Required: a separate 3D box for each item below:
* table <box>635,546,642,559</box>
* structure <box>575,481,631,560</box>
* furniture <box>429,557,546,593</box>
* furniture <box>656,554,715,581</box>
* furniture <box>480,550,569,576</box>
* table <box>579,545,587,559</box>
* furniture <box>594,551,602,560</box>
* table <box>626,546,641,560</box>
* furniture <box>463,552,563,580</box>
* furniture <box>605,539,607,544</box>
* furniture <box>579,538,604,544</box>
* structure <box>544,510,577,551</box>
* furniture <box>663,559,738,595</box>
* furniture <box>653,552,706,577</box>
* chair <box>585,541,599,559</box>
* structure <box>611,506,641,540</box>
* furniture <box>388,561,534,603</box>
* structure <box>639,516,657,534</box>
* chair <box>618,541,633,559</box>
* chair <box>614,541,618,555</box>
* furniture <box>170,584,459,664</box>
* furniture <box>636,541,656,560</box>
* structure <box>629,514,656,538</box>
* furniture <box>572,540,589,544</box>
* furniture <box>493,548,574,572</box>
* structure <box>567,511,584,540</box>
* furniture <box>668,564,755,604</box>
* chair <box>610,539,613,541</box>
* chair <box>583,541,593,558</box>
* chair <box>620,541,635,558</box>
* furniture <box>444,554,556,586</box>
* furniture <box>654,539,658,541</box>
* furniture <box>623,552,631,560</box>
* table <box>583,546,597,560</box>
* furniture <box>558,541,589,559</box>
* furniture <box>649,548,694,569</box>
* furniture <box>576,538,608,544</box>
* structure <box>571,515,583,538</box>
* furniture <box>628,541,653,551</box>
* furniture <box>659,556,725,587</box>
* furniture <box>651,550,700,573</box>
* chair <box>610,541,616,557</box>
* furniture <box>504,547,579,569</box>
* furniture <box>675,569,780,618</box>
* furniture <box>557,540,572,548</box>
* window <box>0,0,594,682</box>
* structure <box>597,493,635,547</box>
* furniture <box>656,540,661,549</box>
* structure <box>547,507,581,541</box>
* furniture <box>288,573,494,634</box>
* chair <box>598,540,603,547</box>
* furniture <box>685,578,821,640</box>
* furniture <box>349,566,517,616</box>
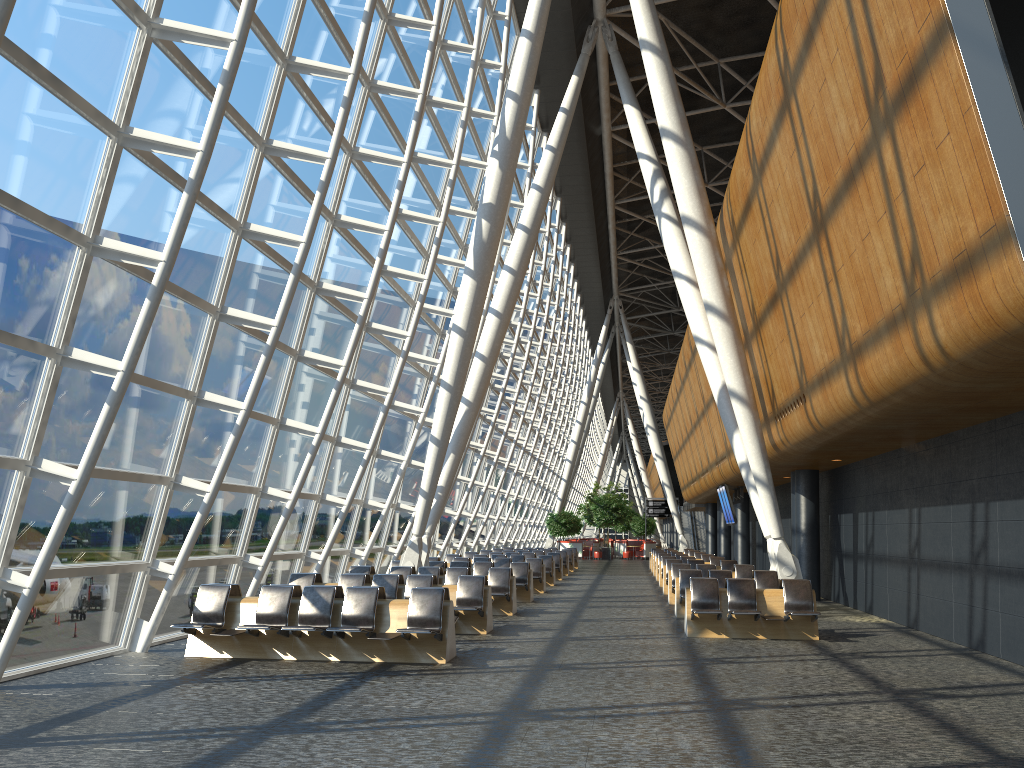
[{"bbox_3d":[7.141,9.728,50.926,0.799,0.744,0.806,-2,-7,24],"label":"table"},{"bbox_3d":[5.291,8.039,52.222,3.092,4.498,5.862,0,-7,0],"label":"structure"},{"bbox_3d":[-0.768,4.929,22.798,3.251,0.862,1.677,-1,-8,8],"label":"furniture"},{"bbox_3d":[5.575,5.881,28.233,1.896,0.862,1.677,-1,-8,8],"label":"furniture"},{"bbox_3d":[0.414,6.421,31.705,3.251,0.862,1.677,-1,-8,8],"label":"furniture"},{"bbox_3d":[4.034,9.690,50.832,0.800,0.744,0.806,3,-7,-21],"label":"table"},{"bbox_3d":[4.786,9.518,48.895,0.445,0.456,0.445,6,-8,-40],"label":"furniture"},{"bbox_3d":[6.816,9.477,49.429,0.799,0.744,0.806,-2,-7,24],"label":"table"},{"bbox_3d":[0.020,5.924,28.736,3.251,0.862,1.677,-1,-8,8],"label":"furniture"},{"bbox_3d":[7.559,15.439,85.509,3.251,0.862,1.677,-1,-8,8],"label":"furniture"},{"bbox_3d":[6.350,12.681,69.461,2.840,1.000,0.893,8,-9,-40],"label":"furniture"},{"bbox_3d":[2.731,8.388,49.136,1.738,2.758,1.790,4,-6,-35],"label":"structure"},{"bbox_3d":[4.787,4.886,22.296,1.896,0.862,1.677,-1,-8,8],"label":"furniture"},{"bbox_3d":[5.969,6.378,31.202,1.896,0.862,1.677,-1,-8,8],"label":"furniture"},{"bbox_3d":[4.538,9.462,50.224,0.662,1.002,0.627,-3,-6,32],"label":"chair"},{"bbox_3d":[8.138,10.444,63.334,2.281,3.450,2.236,-1,-6,20],"label":"structure"},{"bbox_3d":[-1.163,4.431,19.830,3.251,0.862,1.677,-1,-8,8],"label":"furniture"},{"bbox_3d":[10.533,11.800,69.921,1.889,2.973,1.946,4,-6,-35],"label":"structure"},{"bbox_3d":[6.542,9.517,50.462,0.663,1.002,0.626,4,-6,-37],"label":"chair"},{"bbox_3d":[6.538,9.893,52.717,0.625,1.002,0.664,-4,-7,42],"label":"chair"},{"bbox_3d":[-2.345,2.939,10.923,3.251,0.862,1.677,-1,-8,8],"label":"furniture"},{"bbox_3d":[7.787,9.565,50.694,0.889,0.999,2.856,-2,-9,20],"label":"furniture"},{"bbox_3d":[8.845,10.186,59.660,1.738,2.758,1.790,4,-6,-35],"label":"structure"},{"bbox_3d":[4.429,10.757,57.998,0.890,0.999,2.852,3,-9,-24],"label":"furniture"},{"bbox_3d":[0.808,6.919,34.674,3.251,0.862,1.677,-1,-8,8],"label":"furniture"},{"bbox_3d":[3.673,9.536,56.206,1.788,2.830,1.842,4,-6,-35],"label":"structure"},{"bbox_3d":[4.392,4.388,19.327,1.896,0.862,1.677,-1,-8,8],"label":"furniture"},{"bbox_3d":[7.606,11.979,65.193,0.661,1.002,0.628,1,-5,-7],"label":"chair"},{"bbox_3d":[4.360,9.688,51.585,0.624,1.002,0.665,-3,-6,32],"label":"chair"},{"bbox_3d":[6.740,9.700,51.555,0.625,1.002,0.664,4,-6,-37],"label":"chair"},{"bbox_3d":[-0.374,5.426,25.767,3.251,0.862,1.677,-1,-8,8],"label":"furniture"},{"bbox_3d":[12.720,14.898,82.038,1.896,0.862,1.677,-1,-8,8],"label":"furniture"},{"bbox_3d":[6.403,9.567,49.117,0.443,0.456,0.447,-2,-7,20],"label":"furniture"},{"bbox_3d":[4.351,9.416,49.171,0.800,0.744,0.806,3,-7,-21],"label":"table"},{"bbox_3d":[3.444,9.514,50.581,0.890,0.999,2.852,3,-9,-24],"label":"furniture"},{"bbox_3d":[6.758,7.374,37.140,1.896,0.862,1.677,-1,-8,8],"label":"furniture"},{"bbox_3d":[7.953,15.936,88.478,3.251,0.862,1.677,-1,-8,8],"label":"furniture"},{"bbox_3d":[3.878,10.109,59.519,1.762,2.792,1.815,4,-6,-35],"label":"structure"},{"bbox_3d":[7.660,10.055,53.645,0.890,0.999,2.852,3,-9,-24],"label":"furniture"},{"bbox_3d":[5.181,5.383,25.265,1.896,0.862,1.677,-1,-8,8],"label":"furniture"},{"bbox_3d":[6.364,6.876,34.171,1.896,0.862,1.677,-1,-8,8],"label":"furniture"},{"bbox_3d":[6.411,10.087,53.889,0.663,1.002,0.626,-4,-7,42],"label":"chair"},{"bbox_3d":[1.203,7.416,37.642,3.251,0.862,1.677,-1,-8,8],"label":"furniture"},{"bbox_3d":[3.998,3.891,16.358,1.896,0.862,1.677,-1,-8,8],"label":"furniture"},{"bbox_3d":[3.318,10.005,53.531,0.889,0.999,2.856,-2,-9,20],"label":"furniture"},{"bbox_3d":[5.685,7.468,77.456,3.720,13.911,167.985,0,-9,8],"label":"window"},{"bbox_3d":[7.818,10.680,67.959,3.099,4.500,5.788,-3,-8,30],"label":"structure"},{"bbox_3d":[11.932,13.903,76.100,1.896,0.862,1.677,-1,-8,8],"label":"furniture"},{"bbox_3d":[3.024,8.777,52.027,1.920,2.946,1.879,2,-5,-18],"label":"structure"},{"bbox_3d":[-1.951,3.436,13.892,3.251,0.862,1.677,-1,-8,8],"label":"furniture"},{"bbox_3d":[5.523,10.705,57.641,0.662,1.002,0.627,-3,-6,32],"label":"chair"},{"bbox_3d":[3.604,3.393,13.389,1.896,0.862,1.677,-1,-8,8],"label":"furniture"},{"bbox_3d":[-1.557,3.934,16.861,3.251,0.862,1.677,-1,-8,8],"label":"furniture"}]
